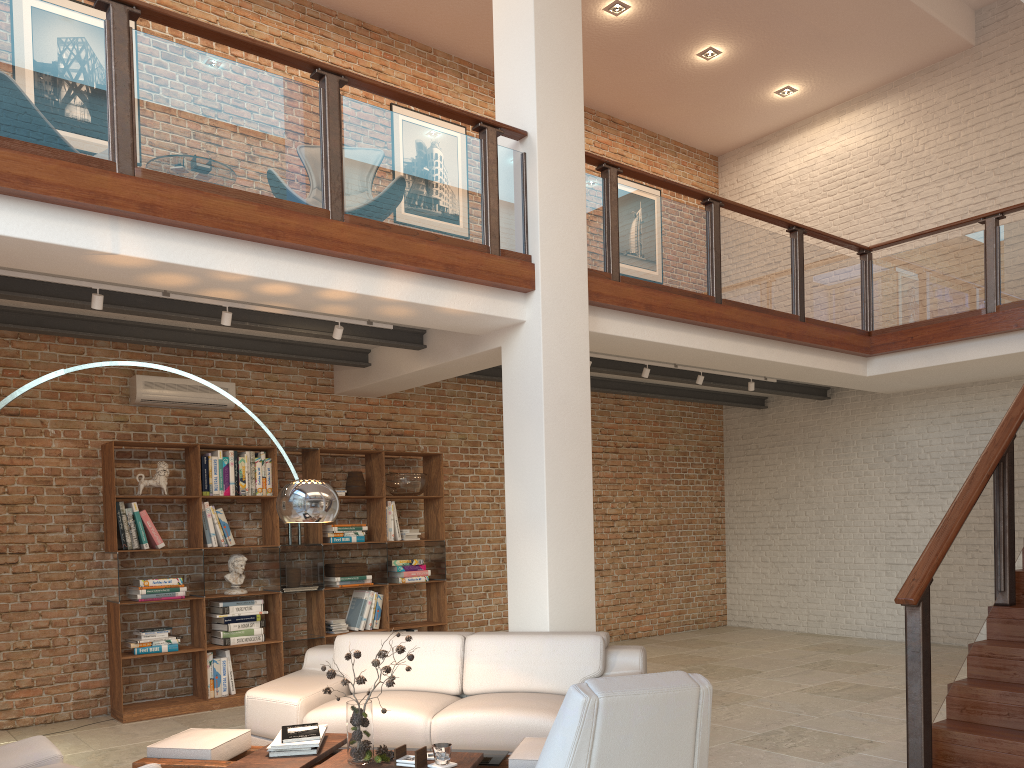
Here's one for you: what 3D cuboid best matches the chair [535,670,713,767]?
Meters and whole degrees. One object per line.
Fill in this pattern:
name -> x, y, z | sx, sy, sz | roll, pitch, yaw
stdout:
chair -> 0.233, 1.431, 2.969 | 1.027, 1.008, 0.981 | 0, -4, -22

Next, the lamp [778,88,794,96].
lamp -> 3.170, -3.393, 10.077 | 0.124, 0.054, 0.125 | 4, -10, -38

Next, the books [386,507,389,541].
books -> -1.267, 1.340, 8.336 | 0.055, 0.327, 0.256 | -2, -2, -39

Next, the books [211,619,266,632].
books -> -2.344, 2.066, 7.476 | 0.246, 0.064, 0.382 | -8, -11, 38

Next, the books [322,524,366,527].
books -> -1.581, 1.318, 8.101 | 0.357, 0.020, 0.275 | 6, -12, -40

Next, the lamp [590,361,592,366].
lamp -> 0.630, -0.168, 7.325 | 0.086, 0.128, 0.059 | -2, -1, 21

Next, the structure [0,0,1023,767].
structure -> 3.247, -0.154, 3.365 | 10.179, 4.099, 13.995 | 5, -10, -38

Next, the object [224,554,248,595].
object -> -2.368, 1.625, 7.462 | 0.196, 0.348, 0.195 | -1, -1, -23

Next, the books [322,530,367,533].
books -> -1.572, 1.372, 8.093 | 0.246, 0.018, 0.381 | -10, -13, 43

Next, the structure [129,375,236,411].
structure -> -2.752, 0.080, 7.312 | 0.814, 0.217, 0.201 | 5, -7, -38

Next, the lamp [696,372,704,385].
lamp -> 1.777, -0.048, 8.239 | 0.061, 0.128, 0.086 | -1, -2, -37

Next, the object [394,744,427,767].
object -> -0.454, 1.670, 3.906 | 0.115, 0.081, 0.094 | -4, -5, 23

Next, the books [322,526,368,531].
books -> -1.566, 1.344, 8.087 | 0.381, 0.036, 0.246 | 8, -13, -44

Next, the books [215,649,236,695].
books -> -2.443, 2.447, 7.436 | 0.079, 0.382, 0.245 | -2, -1, -39

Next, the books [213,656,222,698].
books -> -2.526, 2.463, 7.350 | 0.057, 0.328, 0.256 | -2, -2, -39

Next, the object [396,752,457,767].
object -> -0.348, 1.699, 3.958 | 0.250, 0.034, 0.274 | -5, -10, 23

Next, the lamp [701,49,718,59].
lamp -> 2.089, -3.505, 9.220 | 0.124, 0.054, 0.125 | 4, -10, -38

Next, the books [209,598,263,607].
books -> -2.364, 1.875, 7.479 | 0.381, 0.036, 0.247 | 6, -12, -38

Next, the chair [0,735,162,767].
chair -> -2.063, 1.561, 3.408 | 1.033, 0.991, 0.986 | -4, -5, 36

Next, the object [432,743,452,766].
object -> -0.311, 1.650, 3.881 | 0.091, 0.084, 0.092 | -2, -4, 11

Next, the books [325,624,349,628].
books -> -1.651, 2.236, 8.069 | 0.238, 0.018, 0.171 | -10, -13, 44

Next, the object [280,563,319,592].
object -> -1.940, 1.721, 7.768 | 0.336, 0.231, 0.286 | 3, -7, -38

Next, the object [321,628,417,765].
object -> -0.624, 1.446, 4.101 | 0.318, 0.602, 0.545 | -2, -3, 22

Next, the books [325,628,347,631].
books -> -1.659, 2.259, 8.049 | 0.163, 0.017, 0.254 | 7, -13, -43

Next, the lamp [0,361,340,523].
lamp -> -1.885, 1.056, 4.438 | 2.032, 2.337, 0.319 | -1, 1, -2

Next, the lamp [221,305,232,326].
lamp -> -1.775, -0.417, 5.420 | 0.061, 0.128, 0.086 | -1, -2, -37

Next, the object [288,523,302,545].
object -> -1.939, 1.229, 7.742 | 0.121, 0.396, 0.062 | -2, 1, -36

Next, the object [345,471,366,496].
object -> -1.456, 0.932, 8.116 | 0.193, 0.231, 0.195 | -2, -3, 9

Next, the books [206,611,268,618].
books -> -2.356, 1.967, 7.468 | 0.445, 0.020, 0.275 | 6, -12, -38

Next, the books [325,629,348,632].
books -> -1.651, 2.273, 8.060 | 0.156, 0.008, 0.245 | 7, -13, -43

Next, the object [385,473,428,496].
object -> -1.034, 0.990, 8.506 | 0.438, 0.217, 0.440 | -2, -7, 3

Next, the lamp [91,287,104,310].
lamp -> -2.358, -0.481, 4.958 | 0.061, 0.120, 0.086 | -1, -2, -37

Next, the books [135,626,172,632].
books -> -2.902, 1.982, 7.053 | 0.253, 0.017, 0.164 | 6, -12, -38

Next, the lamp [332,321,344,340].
lamp -> -1.179, -0.359, 5.906 | 0.060, 0.115, 0.095 | -1, -3, -32

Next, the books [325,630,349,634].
books -> -1.650, 2.288, 8.070 | 0.238, 0.018, 0.172 | -9, -12, 39

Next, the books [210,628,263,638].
books -> -2.361, 2.127, 7.483 | 0.363, 0.055, 0.285 | 5, -11, -36

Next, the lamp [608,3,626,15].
lamp -> 1.009, -3.617, 8.363 | 0.124, 0.054, 0.125 | 4, -10, -38

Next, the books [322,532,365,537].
books -> -1.590, 1.400, 8.092 | 0.381, 0.036, 0.247 | 6, -12, -38

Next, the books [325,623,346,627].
books -> -1.660, 2.215, 8.048 | 0.162, 0.017, 0.255 | 6, -12, -38

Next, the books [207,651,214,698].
books -> -2.569, 2.434, 7.327 | 0.036, 0.381, 0.245 | -2, -1, -39

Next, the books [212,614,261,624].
books -> -2.360, 2.002, 7.449 | 0.328, 0.055, 0.257 | 7, -12, -43

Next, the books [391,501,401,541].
books -> -1.179, 1.327, 8.434 | 0.101, 0.381, 0.245 | -2, -1, -39

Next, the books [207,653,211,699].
books -> -2.587, 2.429, 7.292 | 0.036, 0.381, 0.245 | -2, -1, -39

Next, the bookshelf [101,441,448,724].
bookshelf -> -1.951, 1.675, 7.781 | 3.039, 2.182, 0.366 | 3, -2, -38

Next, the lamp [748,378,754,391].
lamp -> 2.393, 0.014, 8.718 | 0.059, 0.128, 0.087 | -2, -2, 11

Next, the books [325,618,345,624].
books -> -1.653, 2.191, 8.059 | 0.133, 0.033, 0.208 | 7, -12, -43

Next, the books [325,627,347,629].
books -> -1.651, 2.248, 8.060 | 0.156, 0.008, 0.245 | 7, -13, -43

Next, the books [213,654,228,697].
books -> -2.478, 2.466, 7.381 | 0.055, 0.327, 0.256 | -2, -2, -39

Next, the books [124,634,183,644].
books -> -2.895, 2.059, 7.046 | 0.246, 0.018, 0.381 | -10, -13, 43

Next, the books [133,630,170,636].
books -> -2.921, 2.011, 7.064 | 0.172, 0.018, 0.237 | -10, -13, 44

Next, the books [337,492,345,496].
books -> -1.649, 1.011, 7.966 | 0.206, 0.033, 0.134 | 6, -11, -38

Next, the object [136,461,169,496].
object -> -2.881, 0.754, 6.995 | 0.252, 0.281, 0.131 | 1, -2, -31

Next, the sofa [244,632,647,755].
sofa -> -0.342, 1.965, 5.427 | 2.333, 0.751, 1.155 | -3, -6, 12

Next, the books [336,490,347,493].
books -> -1.659, 0.985, 7.968 | 0.172, 0.018, 0.237 | -10, -13, 44

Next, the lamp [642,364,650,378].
lamp -> 1.194, -0.109, 7.776 | 0.061, 0.128, 0.086 | -1, -2, -37

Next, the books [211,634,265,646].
books -> -2.347, 2.184, 7.470 | 0.381, 0.064, 0.246 | 7, -12, -44

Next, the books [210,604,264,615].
books -> -2.361, 1.927, 7.487 | 0.381, 0.064, 0.246 | 7, -12, -44

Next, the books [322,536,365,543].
books -> -1.567, 1.446, 8.099 | 0.327, 0.055, 0.258 | 3, -10, -28

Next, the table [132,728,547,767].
table -> -0.813, 1.867, 3.756 | 2.209, 0.425, 1.992 | -3, -9, 12
